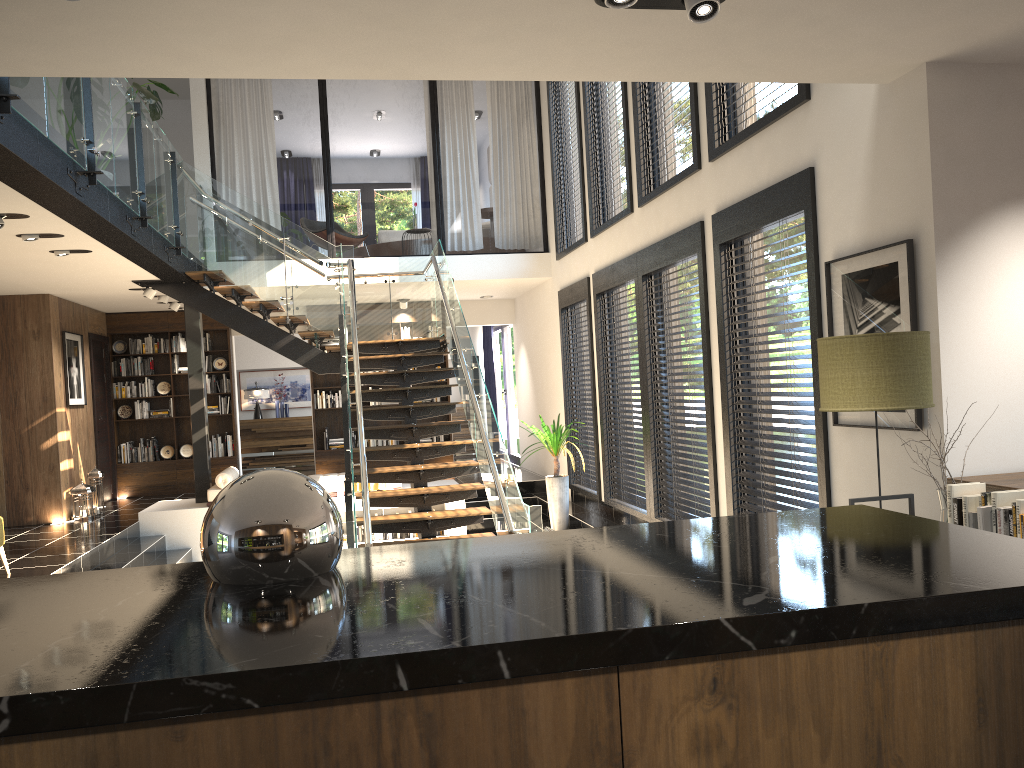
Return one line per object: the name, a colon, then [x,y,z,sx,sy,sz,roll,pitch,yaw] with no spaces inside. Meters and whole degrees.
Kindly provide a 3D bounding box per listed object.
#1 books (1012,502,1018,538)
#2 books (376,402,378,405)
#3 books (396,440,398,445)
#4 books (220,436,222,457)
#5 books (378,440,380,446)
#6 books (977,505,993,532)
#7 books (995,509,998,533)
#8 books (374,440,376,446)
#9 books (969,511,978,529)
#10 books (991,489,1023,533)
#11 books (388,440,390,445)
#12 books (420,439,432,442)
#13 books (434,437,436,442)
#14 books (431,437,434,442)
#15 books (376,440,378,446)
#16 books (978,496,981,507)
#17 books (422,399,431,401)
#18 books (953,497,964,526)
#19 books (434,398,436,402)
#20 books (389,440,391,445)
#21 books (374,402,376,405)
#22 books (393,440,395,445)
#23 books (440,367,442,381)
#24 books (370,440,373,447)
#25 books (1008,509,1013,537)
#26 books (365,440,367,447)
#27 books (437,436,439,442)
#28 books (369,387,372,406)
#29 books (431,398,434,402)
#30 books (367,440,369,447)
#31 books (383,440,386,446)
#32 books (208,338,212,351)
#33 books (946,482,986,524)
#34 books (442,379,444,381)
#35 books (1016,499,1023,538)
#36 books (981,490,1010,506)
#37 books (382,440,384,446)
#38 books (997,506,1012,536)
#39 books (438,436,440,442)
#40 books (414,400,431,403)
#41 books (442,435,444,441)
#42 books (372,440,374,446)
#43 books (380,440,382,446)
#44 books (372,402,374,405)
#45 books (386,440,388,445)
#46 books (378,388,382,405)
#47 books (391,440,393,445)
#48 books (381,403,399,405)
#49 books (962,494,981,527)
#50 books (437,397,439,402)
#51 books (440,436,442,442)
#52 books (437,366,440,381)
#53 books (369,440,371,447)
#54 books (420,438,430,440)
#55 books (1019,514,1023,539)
books: [1.950,0.579,3.318,0.154,0.280,0.028,-3,1,-10]
books: [-2.076,0.204,13.581,0.036,0.244,0.194,-3,0,-10]
books: [-1.782,0.790,13.673,0.022,0.307,0.131,-3,1,-10]
books: [-4.335,0.932,13.220,0.011,0.300,0.154,-3,1,-10]
books: [-2.043,0.830,13.592,0.025,0.255,0.202,-3,0,-10]
books: [1.915,0.594,3.458,0.202,0.255,0.025,-3,1,-10]
books: [1.932,0.597,3.404,0.149,0.246,0.023,-3,1,-10]
books: [-2.107,0.821,13.606,0.031,0.280,0.141,-3,1,-10]
books: [1.915,0.614,3.547,0.170,0.214,0.025,-3,1,-10]
books: [1.937,0.567,3.433,0.155,0.306,0.032,-3,1,-10]
books: [-1.904,0.810,13.627,0.028,0.280,0.154,-3,1,-10]
books: [-1.396,0.881,13.732,0.286,0.030,0.176,-3,0,-12]
books: [-1.214,0.749,13.756,0.030,0.326,0.195,-3,0,-10]
books: [-1.239,0.790,13.750,0.026,0.247,0.149,-3,0,-10]
books: [-2.076,0.810,13.610,0.032,0.298,0.169,-3,1,-10]
books: [1.928,0.580,3.521,0.141,0.280,0.031,-3,1,-10]
books: [-1.397,0.251,13.738,0.274,0.022,0.156,-3,0,-14]
books: [1.895,0.591,3.627,0.173,0.262,0.030,-3,1,-10]
books: [-1.210,0.171,13.766,0.025,0.212,0.168,-3,0,-10]
books: [-1.880,0.801,13.638,0.025,0.294,0.177,-3,0,-10]
books: [-2.112,0.206,13.599,0.030,0.245,0.166,-3,0,-10]
books: [-1.827,0.835,13.655,0.026,0.221,0.145,-3,0,-10]
books: [-1.120,-0.155,13.830,0.023,0.225,0.146,-3,0,-10]
books: [-2.158,0.826,13.574,0.030,0.276,0.160,-3,0,-10]
books: [1.951,0.594,3.347,0.142,0.250,0.029,-3,1,-10]
books: [-2.244,0.812,13.555,0.035,0.312,0.160,-3,1,-10]
books: [-1.162,0.776,13.778,0.023,0.267,0.147,-3,1,-10]
books: [-2.167,0.189,13.593,0.030,0.284,0.176,-3,0,-10]
books: [-1.236,0.157,13.750,0.030,0.244,0.176,-3,0,-10]
books: [-2.212,0.836,13.572,0.030,0.262,0.173,-3,0,-10]
books: [-1.963,0.826,13.620,0.034,0.255,0.194,-3,0,-10]
books: [-4.500,-0.586,13.226,0.022,0.195,0.135,-3,0,-10]
books: [1.877,0.567,3.657,0.160,0.312,0.035,-3,1,-10]
books: [-1.091,-0.138,13.806,0.023,0.189,0.197,-3,0,-10]
books: [1.960,0.571,3.293,0.177,0.294,0.025,-3,1,-10]
books: [1.932,0.571,3.490,0.169,0.298,0.032,-3,1,-10]
books: [-1.989,0.832,13.608,0.023,0.246,0.149,-3,0,-10]
books: [1.944,0.592,3.377,0.194,0.255,0.034,-3,1,-10]
books: [-1.139,0.791,13.779,0.022,0.234,0.178,-3,0,-10]
books: [-1.393,0.275,13.727,0.288,0.026,0.175,-3,0,-6]
books: [-1.092,0.768,13.772,0.025,0.274,0.204,-3,0,-10]
books: [-2.131,0.855,13.591,0.025,0.214,0.170,-3,0,-10]
books: [-2.020,0.803,13.615,0.032,0.306,0.155,-3,1,-10]
books: [-2.132,0.220,13.563,0.023,0.218,0.196,-3,0,-10]
books: [-1.932,0.827,13.628,0.029,0.250,0.142,-3,1,-10]
books: [-2.031,0.193,13.621,0.067,0.261,0.159,-3,0,-10]
books: [-1.851,0.822,13.630,0.028,0.250,0.162,-3,0,-10]
books: [-1.881,0.303,13.648,0.274,0.025,0.156,-3,0,-14]
books: [1.897,0.584,3.572,0.160,0.276,0.030,-3,1,-10]
books: [-1.161,0.149,13.761,0.026,0.251,0.178,-3,0,-10]
books: [-1.116,0.780,13.775,0.023,0.254,0.191,-3,0,-10]
books: [-1.143,-0.161,13.808,0.028,0.240,0.187,-3,0,-10]
books: [-2.189,0.828,13.594,0.025,0.274,0.150,-3,1,-10]
books: [-1.399,0.854,13.743,0.250,0.026,0.148,-3,0,-14]
books: [1.953,0.594,3.265,0.162,0.250,0.028,-3,1,-10]
